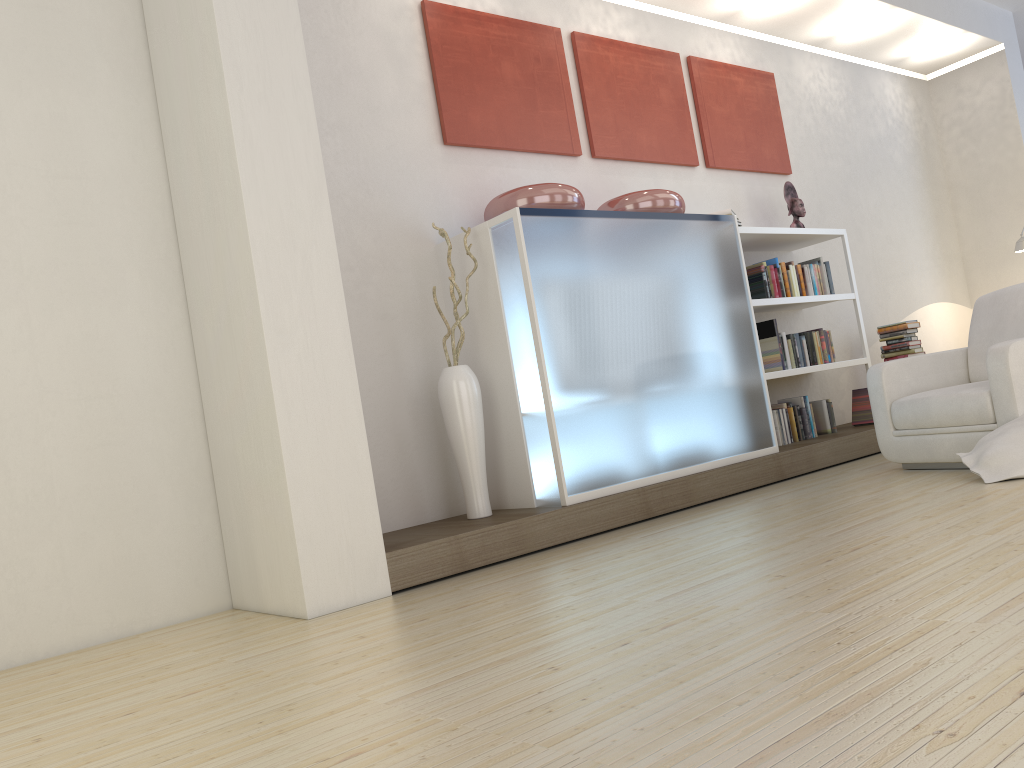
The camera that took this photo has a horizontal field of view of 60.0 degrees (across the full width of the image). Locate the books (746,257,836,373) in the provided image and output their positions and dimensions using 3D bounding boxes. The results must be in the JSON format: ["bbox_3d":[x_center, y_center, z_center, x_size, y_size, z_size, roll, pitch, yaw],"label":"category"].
[{"bbox_3d":[1.911,-0.477,6.020,0.831,0.743,0.215,-7,-4,-39],"label":"books"}]

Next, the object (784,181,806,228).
[{"bbox_3d":[2.019,-1.253,6.341,0.133,0.409,0.138,-10,-3,7],"label":"object"}]

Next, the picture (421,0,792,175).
[{"bbox_3d":[0.822,-1.834,5.776,3.227,0.794,0.030,-7,-4,-39],"label":"picture"}]

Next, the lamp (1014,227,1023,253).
[{"bbox_3d":[4.621,-0.809,7.718,0.891,1.841,0.204,-7,-4,-43],"label":"lamp"}]

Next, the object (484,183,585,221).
[{"bbox_3d":[0.117,-0.912,4.645,0.534,0.206,0.546,-12,-3,38],"label":"object"}]

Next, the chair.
[{"bbox_3d":[2.478,-0.083,4.493,0.941,0.828,0.919,-9,-3,-19],"label":"chair"}]

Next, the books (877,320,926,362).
[{"bbox_3d":[3.051,-0.130,6.834,0.270,0.694,0.329,-7,-4,-39],"label":"books"}]

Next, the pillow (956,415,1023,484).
[{"bbox_3d":[2.294,0.250,3.756,0.712,0.287,0.299,-10,-3,14],"label":"pillow"}]

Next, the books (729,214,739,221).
[{"bbox_3d":[1.282,-1.029,5.735,0.328,0.027,0.247,-11,-3,26],"label":"books"}]

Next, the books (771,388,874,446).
[{"bbox_3d":[2.060,0.207,5.991,1.125,0.281,0.274,-8,-3,-32],"label":"books"}]

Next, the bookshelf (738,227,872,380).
[{"bbox_3d":[1.739,-0.308,5.966,1.599,1.396,0.465,-7,-4,-39],"label":"bookshelf"}]

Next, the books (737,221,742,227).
[{"bbox_3d":[1.302,-1.005,5.722,0.287,0.025,0.247,-11,-3,35],"label":"books"}]

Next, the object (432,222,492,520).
[{"bbox_3d":[-0.225,-0.077,4.224,0.277,1.422,0.250,-8,-3,-36],"label":"object"}]

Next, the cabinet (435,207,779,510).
[{"bbox_3d":[0.564,-0.165,4.861,1.670,1.396,0.689,-7,-4,-39],"label":"cabinet"}]

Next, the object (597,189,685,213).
[{"bbox_3d":[0.737,-0.992,5.149,0.534,0.206,0.546,-9,-3,-3],"label":"object"}]

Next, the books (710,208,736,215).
[{"bbox_3d":[1.277,-1.061,5.736,0.319,0.038,0.247,-11,-3,22],"label":"books"}]
